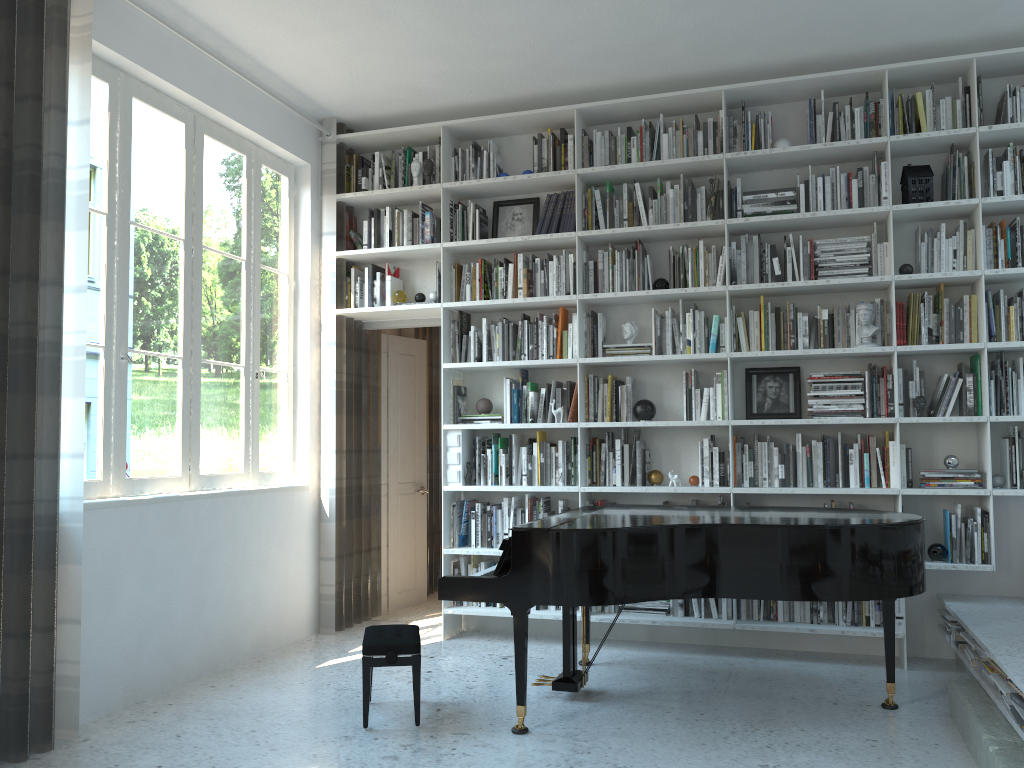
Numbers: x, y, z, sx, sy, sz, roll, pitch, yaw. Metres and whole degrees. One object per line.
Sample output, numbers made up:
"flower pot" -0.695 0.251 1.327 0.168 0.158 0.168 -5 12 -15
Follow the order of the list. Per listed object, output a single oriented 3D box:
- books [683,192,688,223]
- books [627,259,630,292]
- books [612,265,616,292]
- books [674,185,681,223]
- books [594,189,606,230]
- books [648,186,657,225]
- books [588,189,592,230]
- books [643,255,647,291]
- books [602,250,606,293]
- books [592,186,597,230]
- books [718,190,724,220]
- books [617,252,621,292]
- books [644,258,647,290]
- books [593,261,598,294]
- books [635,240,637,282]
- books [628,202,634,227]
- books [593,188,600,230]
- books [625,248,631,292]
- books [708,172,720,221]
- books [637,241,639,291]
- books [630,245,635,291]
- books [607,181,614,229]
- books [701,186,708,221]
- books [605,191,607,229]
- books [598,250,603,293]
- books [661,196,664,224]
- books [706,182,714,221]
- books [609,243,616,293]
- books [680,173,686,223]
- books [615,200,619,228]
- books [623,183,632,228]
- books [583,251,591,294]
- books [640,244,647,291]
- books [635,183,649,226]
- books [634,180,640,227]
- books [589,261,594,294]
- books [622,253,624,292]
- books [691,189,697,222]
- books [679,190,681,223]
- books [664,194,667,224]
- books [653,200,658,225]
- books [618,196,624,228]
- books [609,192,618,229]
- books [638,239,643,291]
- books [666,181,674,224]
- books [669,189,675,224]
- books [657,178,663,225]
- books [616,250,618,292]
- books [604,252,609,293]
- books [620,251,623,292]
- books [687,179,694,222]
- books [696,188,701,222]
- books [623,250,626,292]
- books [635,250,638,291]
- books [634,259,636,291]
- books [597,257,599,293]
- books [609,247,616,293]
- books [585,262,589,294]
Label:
"books" 1.019 -0.989 5.151 0.024 0.213 0.150 -1 -4 18
"books" 0.696 -0.613 5.207 0.011 0.209 0.181 -1 -4 18
"books" 0.624 -0.599 5.247 0.029 0.186 0.149 -2 -4 18
"books" 0.969 -1.012 5.161 0.028 0.260 0.135 -1 -4 18
"books" 0.544 -1.006 5.298 0.067 0.274 0.168 -2 -4 18
"books" 0.828 -1.010 5.206 0.027 0.265 0.168 -1 -4 18
"books" 0.482 -1.009 5.313 0.013 0.283 0.159 -1 -4 18
"books" 0.789 -0.627 5.212 0.009 0.236 0.135 -1 -4 18
"books" 0.560 -0.642 5.260 0.012 0.276 0.157 -1 -4 18
"books" 0.501 -1.021 5.329 0.014 0.308 0.130 -1 -4 18
"books" 1.207 -0.994 5.097 0.028 0.211 0.134 -1 -4 18
"books" 0.644 -0.633 5.218 0.012 0.251 0.184 -1 -4 18
"books" 0.797 -0.619 5.202 0.012 0.218 0.151 -1 -4 18
"books" 0.515 -0.611 5.297 0.024 0.219 0.140 -1 -4 18
"books" 0.740 -0.669 5.215 0.004 0.320 0.153 -1 -4 18
"books" 0.715 -0.964 5.242 0.034 0.180 0.160 -2 -4 18
"books" 0.505 -1.012 5.303 0.010 0.287 0.148 -1 -4 18
"books" 0.687 -0.647 5.219 0.011 0.279 0.169 -1 -4 18
"books" 1.158 -1.039 5.089 0.058 0.302 0.175 -2 -4 18
"books" 0.755 -0.667 5.216 0.005 0.316 0.157 -1 -4 18
"books" 0.718 -0.655 5.208 0.011 0.291 0.176 -1 -4 18
"books" 0.587 -1.029 5.268 0.012 0.314 0.171 -1 -4 18
"books" 1.112 -1.004 5.123 0.025 0.237 0.153 -1 -4 18
"books" 0.579 -1.000 5.278 0.011 0.259 0.157 -1 -4 18
"books" 0.543 -0.643 5.269 0.026 0.279 0.151 -1 -4 18
"books" 0.895 -0.984 5.203 0.024 0.212 0.128 -1 -4 18
"books" 1.144 -1.019 5.093 0.055 0.263 0.167 -2 -4 18
"books" 0.597 -0.663 5.263 0.011 0.317 0.154 -1 -4 18
"books" 0.995 -1.040 5.139 0.011 0.313 0.183 -1 -4 18
"books" 0.638 -0.972 5.264 0.024 0.201 0.153 -1 -4 18
"books" 0.685 -1.020 5.244 0.023 0.293 0.156 -1 -4 18
"books" 0.454 -0.642 5.312 0.012 0.285 0.159 -1 -4 18
"books" 0.769 -0.654 5.185 0.011 0.287 0.189 -1 -4 18
"books" 0.774 -1.019 5.208 0.075 0.285 0.178 -2 -4 18
"books" 0.740 -1.031 5.246 0.013 0.315 0.135 -1 -4 18
"books" 0.490 -0.613 5.307 0.029 0.224 0.136 -1 -4 18
"books" 0.672 -0.635 5.234 0.011 0.255 0.152 -1 -4 18
"books" 1.060 -0.994 5.119 0.030 0.217 0.182 -1 -4 18
"books" 0.987 -0.998 5.150 0.013 0.230 0.142 -1 -4 18
"books" 0.904 -0.984 5.172 0.010 0.208 0.173 -1 -4 18
"books" 0.852 -0.968 5.189 0.028 0.180 0.168 -2 -4 18
"books" 0.661 -0.982 5.250 0.029 0.218 0.157 -1 -4 18
"books" 0.608 -0.993 5.261 0.031 0.241 0.181 -1 -4 18
"books" 0.760 -0.674 5.212 0.005 0.331 0.161 -1 -4 18
"books" 0.924 -1.023 5.181 0.026 0.286 0.137 -1 -4 18
"books" 0.940 -0.995 5.150 0.021 0.226 0.191 -1 -4 18
"books" 0.870 -1.033 5.186 0.012 0.307 0.145 -1 -4 18
"books" 0.634 -0.639 5.220 0.009 0.263 0.189 -1 -4 18
"books" 0.577 -0.636 5.255 0.024 0.262 0.177 -1 -4 18
"books" 0.662 -0.637 5.238 0.010 0.261 0.169 -1 -4 18
"books" 1.041 -1.028 5.148 0.022 0.290 0.146 -1 -4 18
"books" 1.085 -0.997 5.115 0.022 0.222 0.161 -1 -4 18
"books" 0.676 -0.638 5.216 0.009 0.261 0.180 -1 -4 18
"books" 0.745 -0.640 5.204 0.010 0.261 0.158 -1 -4 18
"books" 0.737 -0.616 5.226 0.012 0.217 0.133 -1 -4 18
"books" 0.528 -0.622 5.280 0.012 0.240 0.134 -1 -4 18
"books" 0.600 -0.648 5.239 0.010 0.283 0.184 -1 -4 18
"books" 0.461 -0.605 5.289 0.015 0.207 0.186 -1 -4 18
